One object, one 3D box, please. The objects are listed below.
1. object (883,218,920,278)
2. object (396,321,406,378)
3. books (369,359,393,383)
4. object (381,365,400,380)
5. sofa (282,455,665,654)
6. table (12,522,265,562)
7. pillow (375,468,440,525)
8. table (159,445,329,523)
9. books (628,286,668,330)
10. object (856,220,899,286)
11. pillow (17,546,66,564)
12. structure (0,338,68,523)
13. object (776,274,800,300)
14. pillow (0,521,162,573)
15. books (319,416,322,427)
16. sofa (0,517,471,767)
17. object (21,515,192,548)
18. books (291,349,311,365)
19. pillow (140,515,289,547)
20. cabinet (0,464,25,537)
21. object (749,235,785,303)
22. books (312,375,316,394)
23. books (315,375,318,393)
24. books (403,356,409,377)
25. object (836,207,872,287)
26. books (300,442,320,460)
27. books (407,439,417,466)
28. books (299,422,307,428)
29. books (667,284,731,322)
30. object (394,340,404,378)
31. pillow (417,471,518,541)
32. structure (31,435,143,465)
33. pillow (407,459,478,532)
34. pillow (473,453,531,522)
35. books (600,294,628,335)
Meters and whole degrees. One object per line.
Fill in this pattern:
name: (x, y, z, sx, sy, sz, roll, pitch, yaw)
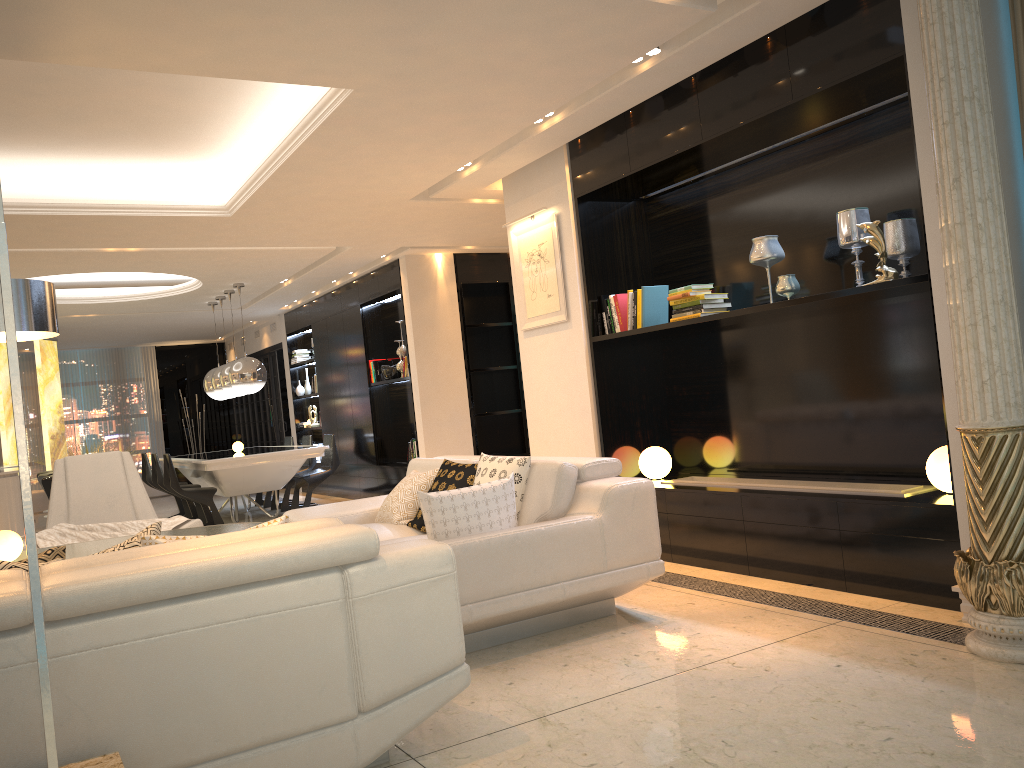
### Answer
object: (1.835, -0.607, 4.161, 0.147, 0.317, 0.147, -6, -1, -28)
object: (-1.175, -0.373, 9.580, 0.121, 0.612, 0.121, -5, -1, -35)
books: (-1.502, -0.155, 10.218, 0.210, 0.270, 0.236, -6, -1, -30)
object: (-1.357, -0.125, 9.939, 0.193, 0.177, 0.375, -6, -1, -29)
sofa: (-0.369, 0.810, 4.763, 1.145, 0.754, 2.328, -6, -1, -30)
table: (-2.088, 1.055, 3.842, 2.140, 0.565, 0.999, -6, -1, -31)
pillow: (-0.612, 0.669, 5.233, 0.351, 0.329, 0.521, -6, -1, -30)
table: (-3.176, 1.174, 10.332, 1.293, 0.759, 3.031, -6, -1, -30)
books: (0.845, -0.470, 5.546, 0.212, 0.261, 0.210, -6, -1, -30)
object: (1.643, -0.591, 4.001, 0.116, 0.293, 0.182, -6, -1, -33)
pillow: (-1.589, 0.698, 2.562, 0.575, 0.436, 0.301, -6, -1, -24)
structure: (-6.783, 0.661, 11.106, 2.180, 2.555, 0.448, -6, -1, -30)
object: (1.445, -0.491, 4.643, 0.119, 0.154, 0.119, -6, -1, -20)
pillow: (-1.277, 0.671, 2.658, 0.288, 0.429, 0.587, -7, -1, 35)
books: (-2.522, 0.457, 12.107, 0.182, 0.232, 0.284, -6, -1, -27)
sofa: (-1.414, 0.892, 2.661, 2.328, 0.754, 1.145, -6, -1, -30)
object: (-2.640, 1.134, 5.337, 1.347, 0.580, 0.972, -6, -1, 7)
books: (-3.061, -0.394, 12.863, 0.259, 0.188, 0.302, -6, -1, -23)
pillow: (-0.948, 0.641, 2.881, 0.463, 0.380, 0.222, -6, -1, -25)
cabinet: (-5.504, 1.336, 8.905, 1.046, 0.887, 3.752, -6, -1, -30)
object: (1.378, -0.596, 4.763, 0.181, 0.381, 0.181, -5, -1, -36)
books: (-2.667, -0.001, 12.286, 0.207, 0.256, 0.245, -6, -1, -31)
books: (-2.564, -0.017, 12.105, 0.212, 0.261, 0.252, -6, -1, -30)
books: (-1.044, -0.198, 9.420, 0.189, 0.238, 0.290, -6, -1, -31)
object: (1.707, -0.646, 4.389, 0.156, 0.426, 0.156, -6, -1, -25)
books: (-2.942, 0.986, 12.899, 0.210, 0.270, 0.236, -6, -1, -30)
books: (-0.974, 0.721, 9.427, 0.222, 0.296, 0.345, -6, -1, -30)
books: (-2.947, 0.590, 12.847, 0.209, 0.073, 0.266, -6, -1, -27)
books: (1.088, -0.471, 5.173, 0.260, 0.197, 0.296, -6, -1, -27)
object: (-1.217, -0.269, 9.724, 0.121, 0.416, 0.121, -5, -1, -35)
pillow: (-0.192, 0.589, 4.089, 0.521, 0.325, 0.281, -6, -1, -20)
structure: (-6.874, 1.425, 14.518, 1.282, 1.142, 1.275, -6, -1, 16)
pillow: (-0.380, 0.605, 4.842, 0.323, 0.355, 0.524, -6, -1, -29)
pillow: (-0.118, 0.558, 4.467, 0.255, 0.399, 0.526, -6, -1, -30)
books: (0.726, -0.459, 5.745, 0.208, 0.270, 0.240, -6, -1, -30)
